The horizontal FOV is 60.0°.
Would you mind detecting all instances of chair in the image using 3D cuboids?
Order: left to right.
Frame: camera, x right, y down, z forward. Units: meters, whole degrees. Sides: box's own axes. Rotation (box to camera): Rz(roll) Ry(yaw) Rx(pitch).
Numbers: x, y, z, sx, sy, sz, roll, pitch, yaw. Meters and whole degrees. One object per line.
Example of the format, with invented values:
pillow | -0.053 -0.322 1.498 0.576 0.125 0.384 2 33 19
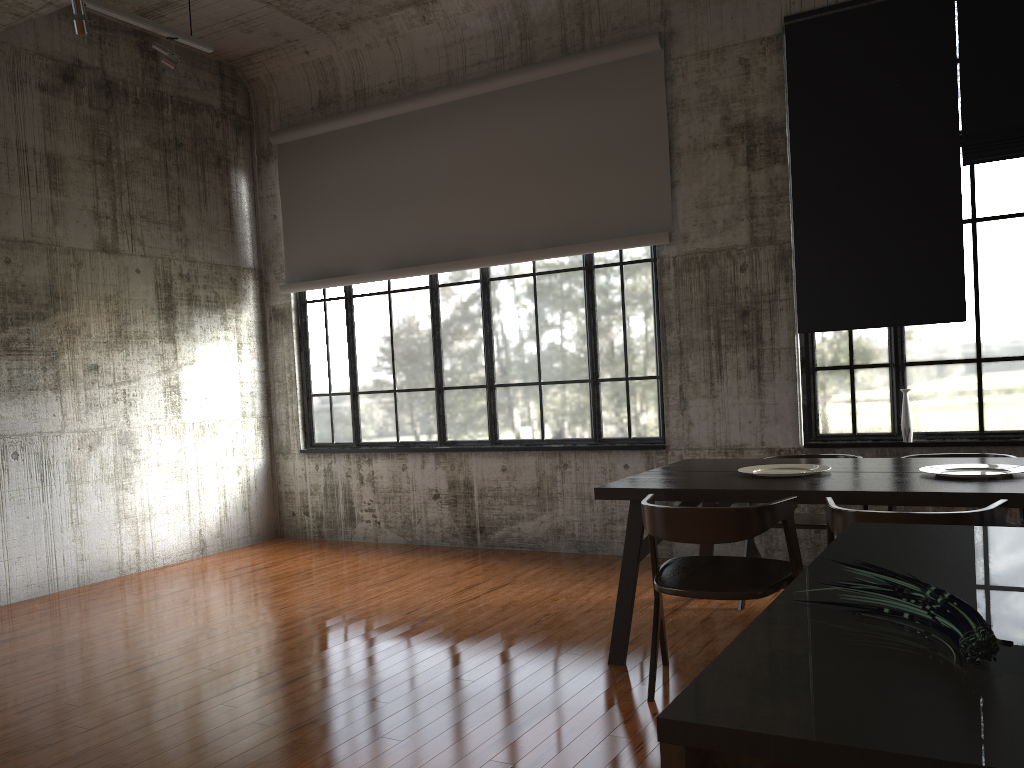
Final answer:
chair | 1.056 1.065 4.492 0.879 0.994 0.768 -2 1 30
chair | 2.031 1.010 6.039 0.879 0.994 0.768 -2 1 29
chair | 1.837 1.023 4.043 0.879 0.994 0.768 -2 1 29
chair | 2.812 0.969 5.591 0.879 0.994 0.768 -2 1 30

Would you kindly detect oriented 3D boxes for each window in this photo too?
window | -0.540 -1.039 8.832 4.307 3.439 0.050 -3 2 30
window | 3.945 -1.279 6.257 3.814 3.439 0.050 -3 2 30

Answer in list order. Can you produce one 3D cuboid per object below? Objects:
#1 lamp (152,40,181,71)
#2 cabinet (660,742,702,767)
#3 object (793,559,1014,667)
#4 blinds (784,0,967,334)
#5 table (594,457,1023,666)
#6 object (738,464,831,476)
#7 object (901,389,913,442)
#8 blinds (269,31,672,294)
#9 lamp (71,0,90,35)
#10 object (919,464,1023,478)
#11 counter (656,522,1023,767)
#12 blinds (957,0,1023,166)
lamp | -2.530 -2.423 6.535 0.225 0.215 0.102 -3 2 -19
cabinet | 2.385 0.876 0.398 4.363 1.245 1.243 -3 1 30
object | 0.555 0.291 1.193 0.184 0.068 0.391 -3 0 -14
blinds | 2.767 -1.698 6.814 1.216 2.536 0.034 -2 2 30
table | 2.492 0.980 4.800 3.704 1.007 1.636 -3 1 30
object | 1.600 0.510 5.214 0.527 0.024 0.526 -3 0 40
object | 3.022 0.241 6.784 0.082 0.411 0.082 -3 2 -10
blinds | -0.633 -1.978 8.607 4.468 1.777 0.136 -3 2 30
lamp | -2.857 -2.410 5.861 0.102 0.251 0.165 -4 1 -15
object | 2.457 0.465 4.722 0.527 0.024 0.526 -3 0 40
counter | 2.354 0.316 0.380 4.365 0.174 1.243 -3 0 30
blinds | 3.807 -2.323 6.156 1.255 1.399 0.051 -2 2 30
